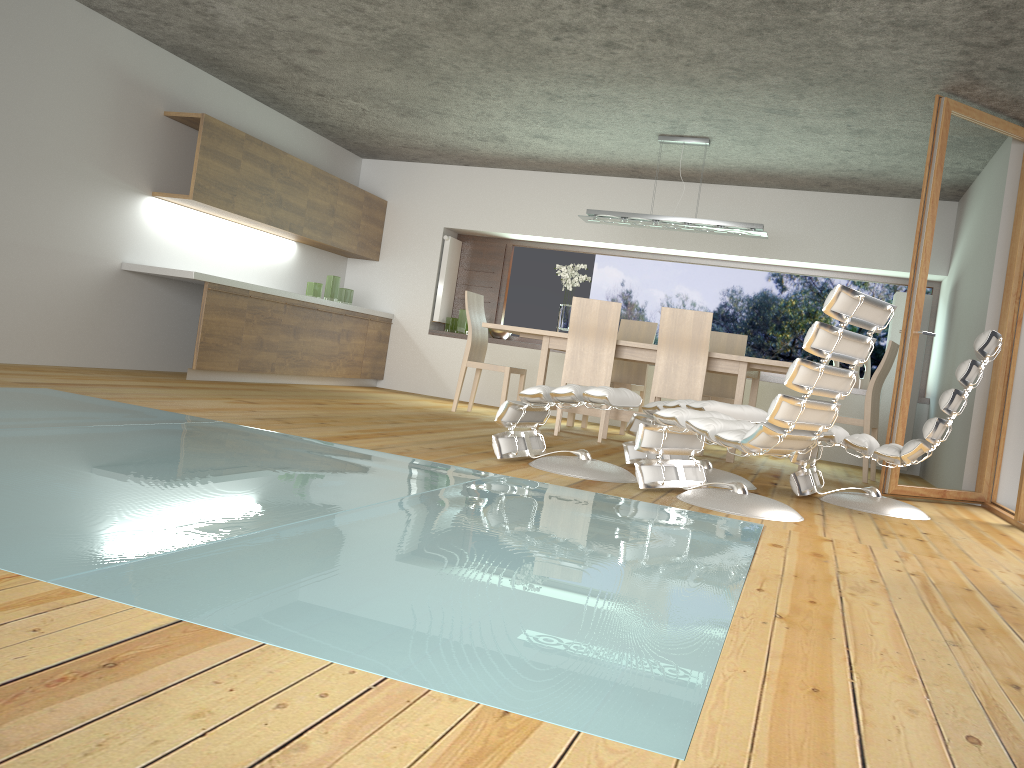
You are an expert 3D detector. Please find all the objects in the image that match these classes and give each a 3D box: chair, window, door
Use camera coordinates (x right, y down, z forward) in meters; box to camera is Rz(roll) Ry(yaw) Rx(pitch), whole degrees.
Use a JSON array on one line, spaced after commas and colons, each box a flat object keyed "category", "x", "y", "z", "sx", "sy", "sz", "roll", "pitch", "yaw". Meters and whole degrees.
[{"category": "chair", "x": 0.972, "y": -0.083, "z": 7.873, "sx": 0.405, "sy": 1.017, "sz": 0.505, "roll": 8, "pitch": 0, "yaw": 29}, {"category": "chair", "x": 1.084, "y": 0.066, "z": 3.884, "sx": 0.916, "sy": 0.969, "sz": 0.568, "roll": 9, "pitch": 1, "yaw": 43}, {"category": "window", "x": 1.898, "y": -0.716, "z": 8.932, "sx": 4.192, "sy": 0.978, "sz": 0.012, "roll": 9, "pitch": 0, "yaw": 18}, {"category": "chair", "x": 1.990, "y": 0.177, "z": 4.651, "sx": 0.915, "sy": 0.969, "sz": 0.568, "roll": 9, "pitch": 0, "yaw": 28}, {"category": "chair", "x": 0.573, "y": -0.107, "z": 6.631, "sx": 0.404, "sy": 1.017, "sz": 0.506, "roll": 8, "pitch": 0, "yaw": 7}, {"category": "chair", "x": 2.471, "y": 0.173, "z": 6.496, "sx": 0.507, "sy": 1.017, "sz": 0.403, "roll": 8, "pitch": 0, "yaw": 32}, {"category": "chair", "x": -0.167, "y": -0.238, "z": 7.486, "sx": 0.507, "sy": 1.017, "sz": 0.404, "roll": 8, "pitch": 0, "yaw": 21}, {"category": "door", "x": 2.787, "y": -0.477, "z": 5.483, "sx": 0.933, "sy": 2.418, "sz": 0.163, "roll": 8, "pitch": 0, "yaw": -27}, {"category": "chair", "x": 1.797, "y": 0.041, "z": 7.742, "sx": 0.405, "sy": 1.017, "sz": 0.505, "roll": 8, "pitch": 0, "yaw": 17}, {"category": "chair", "x": 1.212, "y": -0.006, "z": 6.353, "sx": 0.405, "sy": 1.017, "sz": 0.505, "roll": 8, "pitch": 0, "yaw": 18}]

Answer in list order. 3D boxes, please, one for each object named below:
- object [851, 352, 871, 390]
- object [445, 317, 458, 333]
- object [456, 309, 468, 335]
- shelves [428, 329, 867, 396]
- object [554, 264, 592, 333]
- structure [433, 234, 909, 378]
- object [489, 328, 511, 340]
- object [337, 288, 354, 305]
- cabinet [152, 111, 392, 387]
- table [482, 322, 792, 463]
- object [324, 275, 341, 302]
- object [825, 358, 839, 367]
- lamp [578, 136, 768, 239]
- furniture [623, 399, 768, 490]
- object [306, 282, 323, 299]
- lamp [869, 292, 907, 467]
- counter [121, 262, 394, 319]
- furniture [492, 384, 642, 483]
[{"category": "object", "x": 3.224, "y": -0.144, "z": 8.151, "sx": 0.153, "sy": 0.384, "sz": 0.153, "roll": 8, "pitch": 0, "yaw": 15}, {"category": "object", "x": -0.640, "y": -0.628, "z": 9.479, "sx": 0.112, "sy": 0.160, "sz": 0.112, "roll": 8, "pitch": 0, "yaw": -32}, {"category": "object", "x": -0.508, "y": -0.655, "z": 9.374, "sx": 0.099, "sy": 0.259, "sz": 0.099, "roll": 8, "pitch": 0, "yaw": 23}, {"category": "shelves", "x": 1.465, "y": -0.195, "z": 8.800, "sx": 4.877, "sy": 0.054, "sz": 0.403, "roll": 9, "pitch": 2, "yaw": 18}, {"category": "object", "x": 0.475, "y": -0.698, "z": 7.290, "sx": 0.305, "sy": 0.608, "sz": 0.302, "roll": 8, "pitch": 0, "yaw": 22}, {"category": "structure", "x": 1.549, "y": -0.733, "z": 8.823, "sx": 4.881, "sy": 1.154, "sz": 0.525, "roll": 9, "pitch": 0, "yaw": 18}, {"category": "object", "x": -0.126, "y": -0.537, "z": 9.324, "sx": 0.246, "sy": 0.137, "sz": 0.247, "roll": 7, "pitch": 1, "yaw": -37}, {"category": "object", "x": -1.655, "y": -0.866, "z": 8.798, "sx": 0.112, "sy": 0.160, "sz": 0.111, "roll": 9, "pitch": 1, "yaw": 43}, {"category": "cabinet", "x": -2.026, "y": -1.026, "z": 8.157, "sx": 0.657, "sy": 2.004, "sz": 3.088, "roll": 8, "pitch": 1, "yaw": 18}, {"category": "table", "x": 1.082, "y": 0.088, "z": 7.017, "sx": 2.504, "sy": 0.756, "sz": 1.199, "roll": 9, "pitch": 1, "yaw": 21}, {"category": "object", "x": -1.752, "y": -0.924, "z": 8.633, "sx": 0.099, "sy": 0.259, "sz": 0.099, "roll": 8, "pitch": 0, "yaw": 43}, {"category": "object", "x": 2.967, "y": -0.183, "z": 8.238, "sx": 0.153, "sy": 0.384, "sz": 0.153, "roll": 8, "pitch": 0, "yaw": 15}, {"category": "lamp", "x": 1.331, "y": -1.607, "z": 7.102, "sx": 1.492, "sy": 0.719, "sz": 0.290, "roll": 9, "pitch": 0, "yaw": 18}, {"category": "furniture", "x": 1.052, "y": 0.301, "z": 4.915, "sx": 0.568, "sy": 0.439, "sz": 0.687, "roll": 8, "pitch": 1, "yaw": -36}, {"category": "object", "x": -1.901, "y": -0.894, "z": 8.520, "sx": 0.112, "sy": 0.160, "sz": 0.112, "roll": 9, "pitch": 1, "yaw": 43}, {"category": "lamp", "x": 3.352, "y": -0.025, "z": 7.657, "sx": 0.280, "sy": 1.500, "sz": 0.280, "roll": 8, "pitch": 0, "yaw": 18}, {"category": "counter", "x": -2.091, "y": -0.802, "z": 8.066, "sx": 0.653, "sy": 0.054, "sz": 3.282, "roll": 9, "pitch": 2, "yaw": 18}, {"category": "furniture", "x": 0.324, "y": 0.208, "z": 4.411, "sx": 0.687, "sy": 0.439, "sz": 0.569, "roll": 9, "pitch": 1, "yaw": 25}]
